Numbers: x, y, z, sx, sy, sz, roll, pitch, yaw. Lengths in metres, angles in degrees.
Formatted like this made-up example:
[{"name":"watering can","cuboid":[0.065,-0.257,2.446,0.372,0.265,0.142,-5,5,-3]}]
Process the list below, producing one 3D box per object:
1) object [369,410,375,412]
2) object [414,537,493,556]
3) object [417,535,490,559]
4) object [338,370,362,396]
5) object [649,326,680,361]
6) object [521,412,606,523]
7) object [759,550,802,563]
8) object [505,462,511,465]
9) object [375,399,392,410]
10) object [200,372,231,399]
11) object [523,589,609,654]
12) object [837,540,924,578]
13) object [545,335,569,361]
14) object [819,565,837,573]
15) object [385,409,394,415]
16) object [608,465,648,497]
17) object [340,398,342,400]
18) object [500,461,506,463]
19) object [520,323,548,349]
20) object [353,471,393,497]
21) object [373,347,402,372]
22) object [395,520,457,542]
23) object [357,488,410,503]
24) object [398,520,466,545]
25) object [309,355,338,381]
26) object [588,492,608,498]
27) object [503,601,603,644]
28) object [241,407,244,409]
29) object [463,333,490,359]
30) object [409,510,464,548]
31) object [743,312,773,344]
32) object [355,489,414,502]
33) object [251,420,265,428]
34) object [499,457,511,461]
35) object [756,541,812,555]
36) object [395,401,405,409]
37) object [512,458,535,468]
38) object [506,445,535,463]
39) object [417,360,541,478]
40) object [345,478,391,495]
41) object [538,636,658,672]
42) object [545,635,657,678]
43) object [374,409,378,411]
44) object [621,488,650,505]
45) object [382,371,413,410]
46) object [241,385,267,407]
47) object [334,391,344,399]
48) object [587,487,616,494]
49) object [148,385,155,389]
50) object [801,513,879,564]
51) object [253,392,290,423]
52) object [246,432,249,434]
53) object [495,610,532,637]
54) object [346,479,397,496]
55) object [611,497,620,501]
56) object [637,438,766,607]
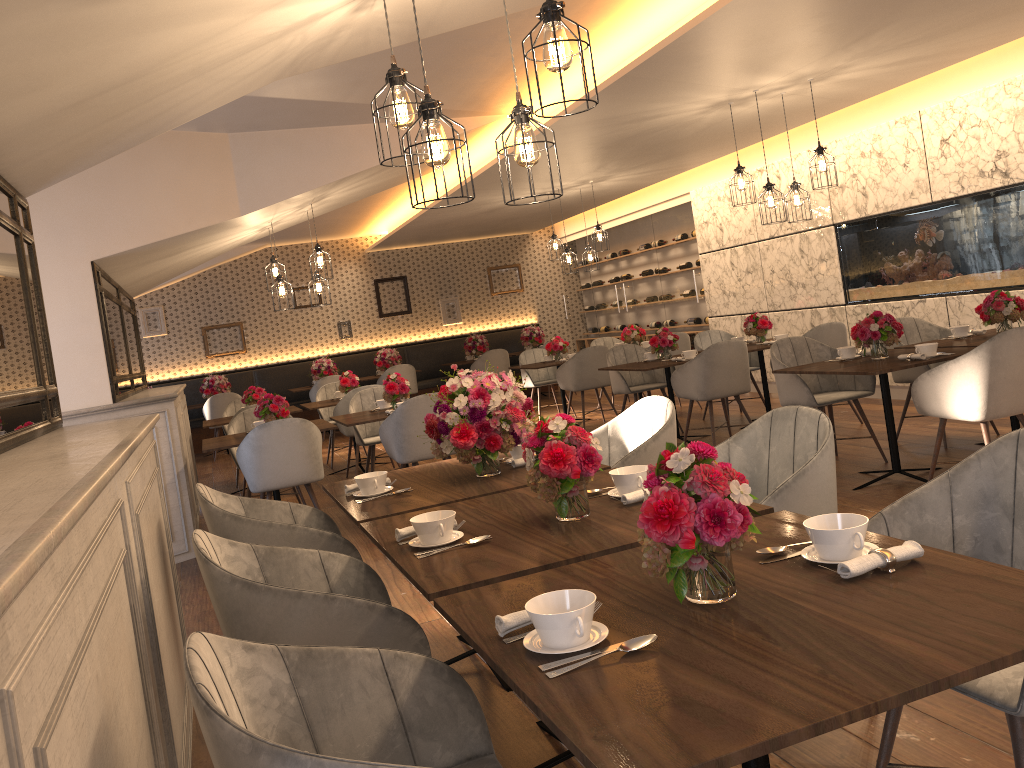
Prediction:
[{"name":"object","cuboid":[-1.107,0.208,6.960,0.043,0.015,0.197,-10,5,-23]},{"name":"object","cuboid":[-0.151,0.420,2.297,0.211,0.004,0.022,-10,4,-19]},{"name":"object","cuboid":[-0.146,0.416,2.261,0.198,0.015,0.043,-10,4,-23]},{"name":"object","cuboid":[-1.630,-0.003,8.896,0.234,0.301,0.306,-8,3,0]},{"name":"object","cuboid":[1.333,-0.358,7.710,0.307,0.301,0.233,-11,3,-41]},{"name":"object","cuboid":[0.147,0.214,2.427,0.234,0.301,0.306,-8,3,0]},{"name":"object","cuboid":[0.599,0.344,1.815,0.211,0.004,0.022,-10,4,-19]},{"name":"object","cuboid":[0.065,0.294,3.398,0.193,0.024,0.025,-10,3,-19]},{"name":"object","cuboid":[-1.012,0.161,7.015,0.148,0.072,0.149,-6,5,38]},{"name":"object","cuboid":[-4.139,0.051,12.357,0.421,0.425,0.404,-10,3,-31]},{"name":"object","cuboid":[0.088,0.408,1.515,0.148,0.072,0.149,-7,4,23]},{"name":"object","cuboid":[0.684,0.326,1.643,0.176,0.039,0.056,-10,3,-19]},{"name":"object","cuboid":[0.519,-0.412,10.050,0.307,0.301,0.233,-11,3,-41]},{"name":"object","cuboid":[0.665,0.334,1.672,0.193,0.024,0.025,-10,3,-19]},{"name":"object","cuboid":[-0.882,0.203,6.415,0.056,0.039,0.175,-10,4,-19]},{"name":"object","cuboid":[0.350,0.288,2.595,0.148,0.072,0.149,-7,4,23]},{"name":"object","cuboid":[-1.644,0.153,8.606,0.056,0.039,0.175,-10,4,-19]},{"name":"object","cuboid":[-0.001,0.304,3.541,0.211,0.004,0.022,-10,4,-19]},{"name":"object","cuboid":[0.324,-0.736,13.947,0.404,0.425,0.422,-7,3,25]},{"name":"object","cuboid":[-0.512,0.368,3.241,0.148,0.072,0.149,-7,4,23]},{"name":"object","cuboid":[-1.846,-0.353,13.156,0.421,0.425,0.405,-9,3,-17]},{"name":"object","cuboid":[-0.241,0.403,2.469,0.176,0.039,0.056,-10,3,-19]},{"name":"object","cuboid":[-0.452,0.396,3.141,0.198,0.015,0.043,-10,4,-23]},{"name":"object","cuboid":[-0.219,0.409,2.439,0.193,0.024,0.025,-10,3,-19]},{"name":"object","cuboid":[-2.748,-0.201,12.943,0.404,0.425,0.422,-7,3,25]},{"name":"object","cuboid":[0.305,0.324,2.661,0.211,0.004,0.022,-10,4,-19]},{"name":"object","cuboid":[0.074,0.428,1.594,0.193,0.024,0.025,-10,3,-19]},{"name":"object","cuboid":[-2.655,0.265,8.895,0.148,0.072,0.149,-6,5,38]},{"name":"object","cuboid":[-0.549,-0.582,13.628,0.404,0.425,0.422,-7,3,23]},{"name":"object","cuboid":[-0.206,0.388,2.361,0.148,0.072,0.149,-7,4,23]},{"name":"object","cuboid":[2.231,-0.514,7.996,0.235,0.301,0.305,-9,3,-17]},{"name":"object","cuboid":[-0.457,0.400,3.177,0.211,0.004,0.022,-10,4,-19]},{"name":"object","cuboid":[-1.894,0.316,6.704,0.148,0.072,0.149,-6,5,38]},{"name":"object","cuboid":[-0.007,0.297,3.577,0.198,0.015,0.043,-10,4,-23]},{"name":"object","cuboid":[0.593,0.336,1.851,0.198,0.015,0.043,-10,4,-23]},{"name":"object","cuboid":[-0.778,0.168,6.453,0.148,0.072,0.149,-6,5,38]},{"name":"object","cuboid":[0.085,0.287,3.369,0.176,0.039,0.056,-10,3,-19]},{"name":"object","cuboid":[0.044,0.267,3.476,0.148,0.072,0.149,-7,4,23]},{"name":"object","cuboid":[-0.117,0.126,3.291,0.421,0.425,0.404,-10,3,-31]},{"name":"object","cuboid":[-0.547,0.382,3.349,0.176,0.039,0.056,-10,3,-19]},{"name":"object","cuboid":[0.143,0.439,1.451,0.211,0.004,0.022,-10,4,-19]},{"name":"object","cuboid":[0.148,0.435,1.415,0.198,0.015,0.043,-10,4,-23]},{"name":"object","cuboid":[-1.071,0.208,6.965,0.022,0.004,0.210,-10,4,-19]},{"name":"object","cuboid":[0.391,0.307,2.488,0.176,0.039,0.056,-10,3,-19]},{"name":"object","cuboid":[-0.868,0.046,6.705,0.234,0.301,0.306,-8,3,0]},{"name":"object","cuboid":[-2.502,0.151,8.575,0.235,0.301,0.304,-11,3,-44]},{"name":"object","cuboid":[-1.774,0.110,9.207,0.148,0.072,0.149,-6,5,38]},{"name":"object","cuboid":[0.299,0.317,2.696,0.198,0.015,0.043,-10,4,-23]},{"name":"object","cuboid":[-5.025,0.207,12.050,0.404,0.425,0.422,-7,3,23]},{"name":"object","cuboid":[0.644,0.307,1.750,0.148,0.072,0.149,-7,4,23]},{"name":"object","cuboid":[-1.740,0.200,6.384,0.235,0.301,0.304,-11,3,-44]},{"name":"object","cuboid":[-1.988,0.363,6.649,0.043,0.015,0.197,-10,5,-23]},{"name":"object","cuboid":[0.053,0.422,1.623,0.176,0.039,0.056,-10,3,-19]},{"name":"object","cuboid":[-0.526,0.388,3.320,0.193,0.024,0.025,-10,3,-19]},{"name":"object","cuboid":[0.371,0.315,2.518,0.193,0.024,0.025,-10,3,-19]},{"name":"object","cuboid":[0.348,0.241,1.632,0.233,0.301,0.307,-7,3,28]}]
